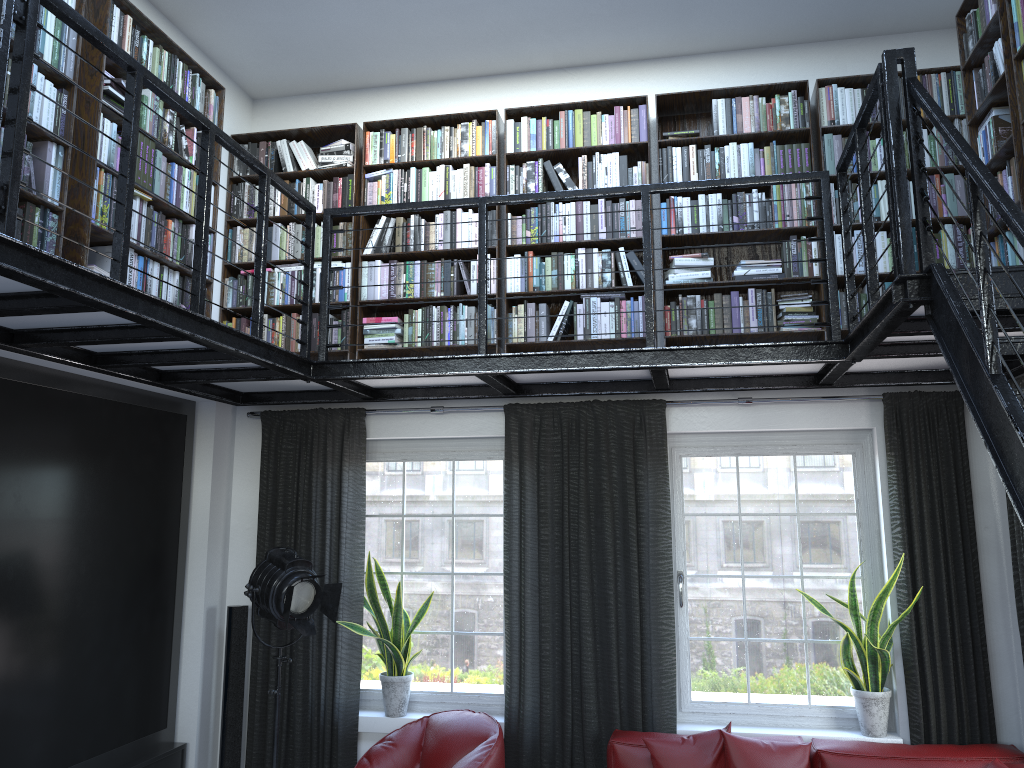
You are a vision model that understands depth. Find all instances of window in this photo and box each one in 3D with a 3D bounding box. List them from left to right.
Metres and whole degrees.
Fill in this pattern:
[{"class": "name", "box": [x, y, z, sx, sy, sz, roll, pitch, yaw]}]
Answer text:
[{"class": "window", "box": [-0.511, 1.132, 5.339, 1.167, 1.616, 0.132, -2, -11, 11]}, {"class": "window", "box": [1.455, 1.067, 4.949, 1.167, 1.616, 0.132, -2, -11, 11]}]

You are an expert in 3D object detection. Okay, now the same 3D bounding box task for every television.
[{"class": "television", "box": [-2.232, 1.065, 3.550, 0.116, 2.443, 3.331, -2, -10, 11]}]

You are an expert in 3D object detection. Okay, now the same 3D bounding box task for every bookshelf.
[{"class": "bookshelf", "box": [0.137, -1.056, 3.898, 4.474, 1.627, 3.069, -2, -9, 11]}]

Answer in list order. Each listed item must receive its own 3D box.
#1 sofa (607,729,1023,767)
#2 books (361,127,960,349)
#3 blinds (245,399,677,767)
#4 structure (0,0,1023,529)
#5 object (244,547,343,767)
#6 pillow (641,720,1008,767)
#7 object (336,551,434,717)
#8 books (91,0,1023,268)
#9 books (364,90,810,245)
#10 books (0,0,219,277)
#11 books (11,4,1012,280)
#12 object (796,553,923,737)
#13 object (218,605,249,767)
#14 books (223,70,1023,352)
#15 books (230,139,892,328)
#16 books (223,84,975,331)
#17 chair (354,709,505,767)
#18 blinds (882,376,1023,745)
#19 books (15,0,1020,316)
[{"class": "sofa", "box": [1.008, 1.888, 2.997, 2.541, 0.660, 3.259, -2, -9, 11]}, {"class": "books", "box": [0.771, -0.793, 5.142, 3.391, 1.130, 0.239, -2, -11, 11]}, {"class": "blinds", "box": [-0.347, 1.294, 5.055, 2.507, 2.402, 0.124, -2, -11, 11]}, {"class": "structure", "box": [-0.013, 0.481, 2.854, 4.487, 3.377, 4.586, -2, -9, 11]}, {"class": "object", "box": [-0.096, 1.661, 4.683, 2.905, 1.589, 0.748, 1, -10, -5]}, {"class": "pillow", "box": [1.604, 1.775, 3.850, 0.981, 0.404, 1.948, 6, -11, -36]}, {"class": "object", "box": [-0.816, 1.427, 5.083, 0.552, 0.946, 0.523, -4, -11, 22]}, {"class": "books", "box": [0.185, -1.107, 4.032, 4.382, 1.414, 1.162, -2, -10, 11]}, {"class": "books", "box": [0.399, -1.213, 5.293, 2.636, 0.833, 0.212, -2, -11, 11]}, {"class": "books", "box": [-1.995, -1.129, 3.901, 0.315, 1.432, 2.193, -2, -9, 12]}, {"class": "books", "box": [0.112, -1.008, 3.786, 4.334, 1.147, 1.588, -2, -9, 11]}, {"class": "object", "box": [1.793, 1.336, 4.542, 0.553, 0.946, 0.522, 0, -10, 0]}, {"class": "object", "box": [-1.627, 1.910, 5.100, 0.157, 1.229, 0.156, -6, -12, 26]}, {"class": "books", "box": [0.290, -1.006, 4.766, 4.434, 1.439, 1.277, -2, -10, 13]}, {"class": "books", "box": [0.401, -0.921, 5.225, 4.440, 1.406, 0.240, -2, -11, 12]}, {"class": "books", "box": [0.402, -0.932, 5.231, 4.434, 1.422, 0.225, -2, -11, 11]}, {"class": "chair", "box": [-0.450, 2.069, 4.431, 0.829, 0.716, 0.826, 5, -11, -27]}, {"class": "blinds", "box": [2.367, 1.096, 3.816, 0.527, 2.396, 1.738, 1, -10, -6]}, {"class": "books", "box": [0.062, -1.183, 3.517, 4.376, 1.418, 2.191, -2, -9, 11]}]
